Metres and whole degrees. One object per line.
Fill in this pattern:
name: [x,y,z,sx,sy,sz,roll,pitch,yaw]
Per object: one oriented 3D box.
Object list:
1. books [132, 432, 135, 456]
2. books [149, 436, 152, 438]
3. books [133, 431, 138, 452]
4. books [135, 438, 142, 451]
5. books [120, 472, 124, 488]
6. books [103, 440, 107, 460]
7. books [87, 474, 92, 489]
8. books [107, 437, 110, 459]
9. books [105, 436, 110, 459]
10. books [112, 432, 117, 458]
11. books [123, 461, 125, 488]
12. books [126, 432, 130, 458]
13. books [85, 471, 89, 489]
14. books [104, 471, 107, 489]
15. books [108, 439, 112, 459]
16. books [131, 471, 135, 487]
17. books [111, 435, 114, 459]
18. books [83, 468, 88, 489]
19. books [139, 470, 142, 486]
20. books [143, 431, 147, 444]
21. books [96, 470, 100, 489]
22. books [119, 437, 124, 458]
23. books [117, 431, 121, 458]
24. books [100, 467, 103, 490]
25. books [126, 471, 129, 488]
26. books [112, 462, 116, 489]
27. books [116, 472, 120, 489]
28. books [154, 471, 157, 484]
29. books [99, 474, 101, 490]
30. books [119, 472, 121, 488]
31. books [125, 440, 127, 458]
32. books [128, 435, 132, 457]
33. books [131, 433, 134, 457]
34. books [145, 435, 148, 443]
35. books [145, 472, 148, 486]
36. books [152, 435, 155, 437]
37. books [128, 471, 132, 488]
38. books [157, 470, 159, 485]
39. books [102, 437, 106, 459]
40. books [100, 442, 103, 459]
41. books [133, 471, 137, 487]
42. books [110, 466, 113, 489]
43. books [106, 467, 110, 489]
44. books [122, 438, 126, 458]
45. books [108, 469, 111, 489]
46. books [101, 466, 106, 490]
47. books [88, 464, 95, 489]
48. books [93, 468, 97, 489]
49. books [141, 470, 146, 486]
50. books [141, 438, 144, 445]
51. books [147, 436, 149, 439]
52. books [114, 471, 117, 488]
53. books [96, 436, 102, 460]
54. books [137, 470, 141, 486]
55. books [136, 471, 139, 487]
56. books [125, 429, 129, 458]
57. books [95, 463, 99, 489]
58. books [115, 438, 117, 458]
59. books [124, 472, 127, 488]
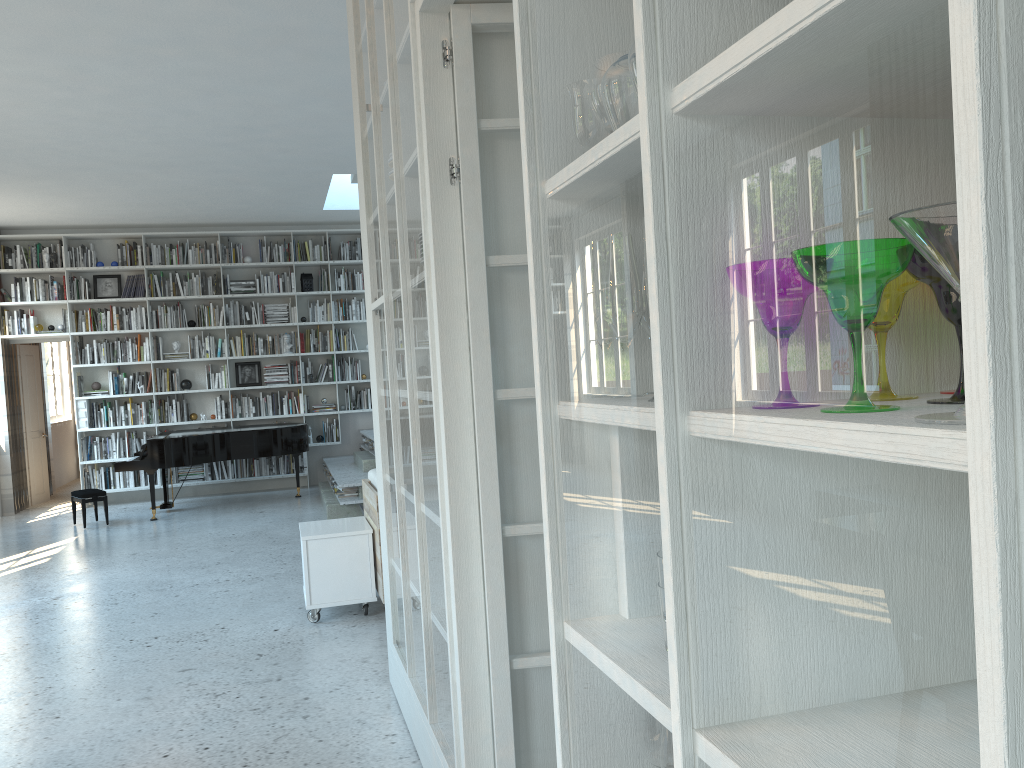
books: [-4.444,0.709,10.440,0.022,0.291,0.137,-4,2,-15]
books: [-4.252,0.729,10.464,0.023,0.228,0.190,-4,2,-15]
books: [-4.426,0.703,10.439,0.013,0.301,0.172,-4,2,-15]
books: [-4.389,0.743,10.452,0.059,0.216,0.177,-4,2,-15]
books: [-4.566,1.080,10.401,0.031,0.266,0.186,-4,2,-15]
books: [-4.731,0.762,10.345,0.028,0.223,0.189,-4,2,-15]
books: [-4.903,1.140,10.304,0.029,0.190,0.176,-4,2,-15]
books: [-4.701,0.745,10.351,0.010,0.252,0.177,-4,2,-15]
books: [-4.713,0.744,10.352,0.013,0.257,0.189,-4,2,-15]
books: [-4.652,0.718,10.389,0.027,0.299,0.142,-4,2,-15]
books: [-4.551,1.060,10.424,0.014,0.304,0.139,-4,2,-15]
books: [-4.498,0.710,10.416,0.012,0.295,0.176,-4,2,-15]
books: [-4.936,1.129,10.323,0.023,0.216,0.158,-4,2,-15]
books: [-4.739,1.121,10.372,0.022,0.205,0.158,-4,2,-15]
books: [-4.686,0.756,10.369,0.028,0.229,0.157,-4,2,-15]
books: [-4.447,1.112,10.426,0.031,0.188,0.190,-4,2,-15]
books: [-4.672,0.732,10.392,0.013,0.274,0.146,-4,2,-15]
books: [-4.954,1.111,10.317,0.012,0.254,0.161,-4,2,-15]
books: [-4.369,1.088,10.464,0.022,0.225,0.141,-4,2,-15]
books: [-4.325,0.703,10.479,0.025,0.288,0.130,-4,2,-15]
books: [-4.814,1.116,10.342,0.022,0.226,0.154,-4,2,-15]
books: [-4.574,0.743,10.414,0.031,0.239,0.132,-4,2,-15]
books: [-4.604,0.711,10.383,0.039,0.307,0.172,-4,2,-15]
books: [-4.774,1.096,10.340,0.013,0.262,0.174,-4,2,-15]
books: [-4.502,1.100,10.419,0.021,0.218,0.190,-4,2,-15]
books: [-4.652,1.068,10.378,0.013,0.300,0.183,-4,2,-15]
books: [-4.606,1.115,10.387,0.030,0.202,0.168,-4,2,-15]
books: [-4.234,1.063,10.511,0.065,0.256,0.155,-4,2,-15]
books: [-4.793,1.135,10.355,0.022,0.186,0.145,-4,2,-15]
books: [-4.593,1.109,10.422,0.014,0.211,0.146,-4,2,-15]
books: [-4.524,0.755,10.423,0.013,0.209,0.154,-4,2,-15]
books: [-4.482,0.729,10.440,0.029,0.254,0.153,-4,2,-15]
books: [-4.464,0.713,10.447,0.013,0.284,0.139,-4,2,-15]
books: [-4.300,0.726,10.458,0.011,0.240,0.174,-4,2,-15]
books: [-4.319,1.065,10.498,0.040,0.264,0.137,-4,2,-15]
books: [-4.238,0.723,10.505,0.026,0.236,0.140,-4,2,-15]
books: [-4.478,1.104,10.424,0.028,0.206,0.171,-4,2,-15]
books: [-4.190,1.050,10.524,0.027,0.276,0.143,-4,2,-15]
books: [-4.765,0.751,10.371,0.022,0.248,0.133,-4,2,-15]
books: [-4.785,0.776,10.362,0.025,0.200,0.137,-4,2,-15]
books: [-4.422,1.082,10.432,0.023,0.244,0.188,-4,2,-15]
books: [-4.674,1.092,10.388,0.027,0.257,0.160,-4,2,-15]
books: [-4.720,1.097,10.380,0.022,0.252,0.139,-4,2,-15]
books: [-4.545,0.748,10.418,0.028,0.225,0.134,-4,2,-15]
books: [-4.695,1.111,10.377,0.022,0.221,0.163,-4,2,-15]
books: [-4.758,1.093,10.350,0.023,0.266,0.177,-4,2,-15]
books: [-4.882,1.086,10.324,0.044,0.294,0.181,-4,2,-15]
books: [-4.849,1.108,10.341,0.024,0.246,0.143,-4,2,-15]
books: [-4.345,1.071,10.467,0.027,0.256,0.179,-4,2,-15]
books: [-4.351,0.747,10.481,0.030,0.203,0.142,-4,2,-15]
books: [-4.288,0.731,10.497,0.030,0.227,0.140,-4,2,-15]
books: [-4.639,1.094,10.404,0.022,0.246,0.135,-4,2,-15]
books: [-4.807,0.745,10.333,0.029,0.266,0.171,-4,2,-15]
books: [-4.394,1.095,10.470,0.024,0.214,0.137,-4,2,-15]
books: [-4.415,1.048,10.465,0.013,0.310,0.130,-4,2,-15]
books: [-4.509,0.696,10.405,0.014,0.325,0.170,-4,2,-15]
books: [-4.833,1.071,10.341,0.011,0.319,0.157,-4,2,-15]
books: [-4.632,0.750,10.398,0.012,0.232,0.148,-4,2,-15]
books: [-4.526,1.077,10.412,0.025,0.266,0.159,-4,2,-15]
